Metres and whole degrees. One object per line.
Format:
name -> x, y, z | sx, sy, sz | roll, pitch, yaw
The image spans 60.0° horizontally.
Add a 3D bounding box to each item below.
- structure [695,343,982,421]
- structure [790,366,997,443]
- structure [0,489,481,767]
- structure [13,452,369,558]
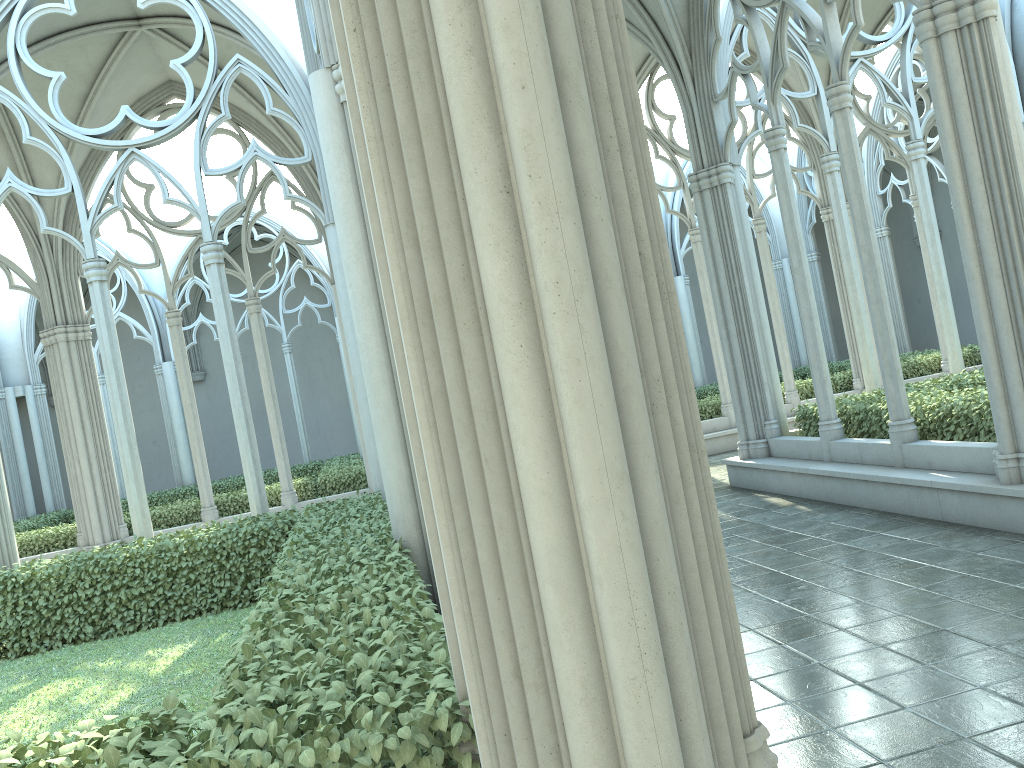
structure -> 5.701, 0.371, 20.866 | 7.995, 0.963, 8.018 | -10, 0, -11
structure -> 8.092, -0.186, 8.034 | 7.995, 0.963, 8.018 | -10, 0, -11
structure -> -4.537, 2.153, 5.576 | 7.995, 0.963, 8.018 | -10, 0, -11
structure -> -6.937, 2.711, 18.406 | 7.995, 0.963, 8.018 | -10, 0, -11
